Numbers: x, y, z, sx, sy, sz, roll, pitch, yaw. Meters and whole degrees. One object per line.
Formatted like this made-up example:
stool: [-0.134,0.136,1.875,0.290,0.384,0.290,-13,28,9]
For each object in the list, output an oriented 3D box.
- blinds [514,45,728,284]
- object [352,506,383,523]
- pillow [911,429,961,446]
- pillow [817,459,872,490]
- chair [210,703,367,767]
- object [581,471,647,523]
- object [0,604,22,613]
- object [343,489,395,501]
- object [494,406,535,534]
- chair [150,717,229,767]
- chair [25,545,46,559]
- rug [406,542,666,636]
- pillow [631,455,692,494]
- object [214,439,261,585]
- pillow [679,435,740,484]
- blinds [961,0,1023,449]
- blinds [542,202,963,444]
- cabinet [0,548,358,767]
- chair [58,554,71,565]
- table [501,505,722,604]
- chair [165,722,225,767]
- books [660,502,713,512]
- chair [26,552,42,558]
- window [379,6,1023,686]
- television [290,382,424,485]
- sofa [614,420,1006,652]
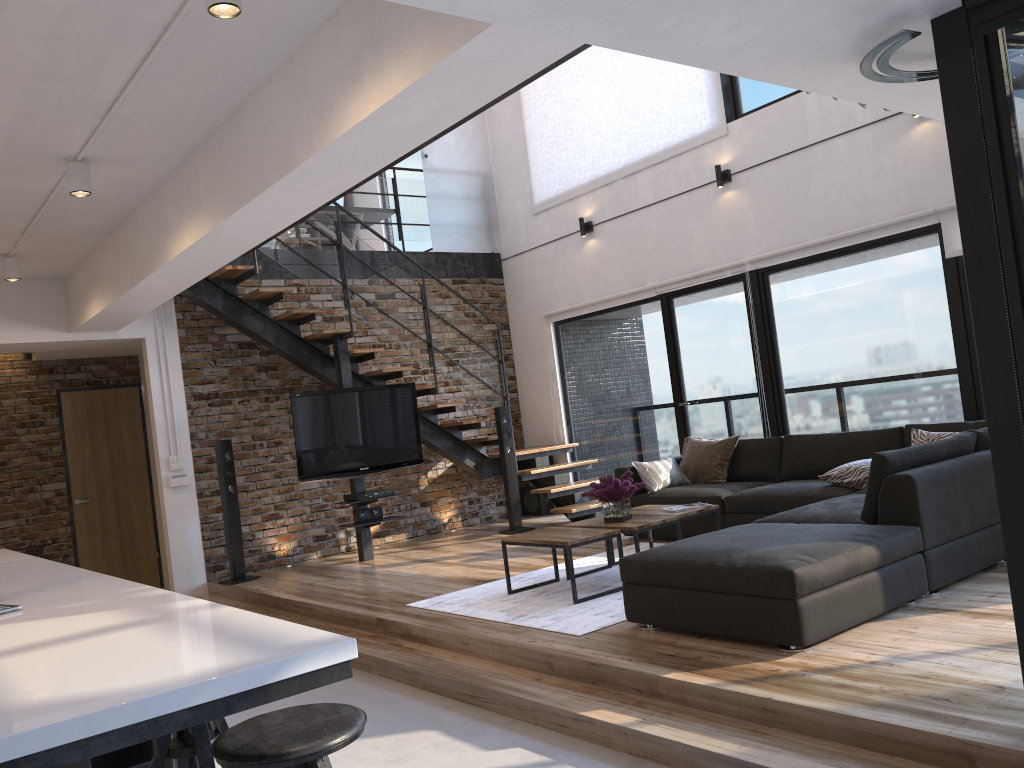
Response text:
blinds: [-0.487,-2.499,8.745,10.213,2.974,1.994,-9,-2,31]
object: [-1.256,1.138,7.731,0.247,0.112,0.089,-6,-2,-38]
pillow: [2.658,0.420,5.406,0.250,0.314,0.532,-6,-2,-34]
pillow: [2.310,0.589,5.835,0.530,0.177,0.356,-5,-3,-40]
chair: [-0.479,1.107,2.059,0.366,0.630,0.367,-7,-2,-23]
object: [0.647,0.688,5.565,0.374,0.343,0.342,-6,-2,-36]
object: [-1.538,0.656,2.493,0.188,0.013,0.240,-9,-3,37]
object: [-1.234,0.960,7.669,0.360,0.058,0.275,-5,-3,-38]
object: [-0.028,0.814,8.489,0.270,1.206,0.271,-6,-2,-33]
chair: [-0.893,1.178,2.527,0.365,0.630,0.365,-7,-2,7]
chair: [-3.711,1.625,6.562,0.540,0.768,0.520,-6,-2,-43]
rug: [0.659,1.211,5.527,2.111,0.003,1.639,-5,-3,-38]
pillow: [1.204,0.720,7.075,0.498,0.265,0.212,-6,-2,-37]
object: [-2.386,1.075,7.532,0.271,1.206,0.270,-9,-2,42]
pillow: [1.552,0.613,7.162,0.265,0.382,0.610,-6,-2,-37]
blinds: [2.210,-0.140,2.355,1.829,2.051,3.862,-7,-2,7]
blinds: [2.069,-0.031,7.313,0.095,2.043,5.375,-6,-2,-38]
cabinet: [-3.320,0.404,3.661,2.471,2.870,9.126,-6,-3,-38]
chair: [-2.952,1.484,5.437,0.540,0.768,0.520,-7,-2,-23]
table: [0.663,1.035,5.559,1.297,0.350,0.698,-6,-3,-37]
chair: [-1.158,1.231,3.006,0.367,0.630,0.366,-8,-2,27]
books: [1.128,0.801,5.756,0.295,0.013,0.229,-7,-2,-17]
chair: [-3.392,1.559,5.916,0.540,0.768,0.520,-6,-2,-38]
window: [0.452,-1.324,6.511,5.659,5.565,13.414,-6,-3,-38]
television: [-1.344,0.422,7.717,1.206,0.783,0.136,-6,-2,-37]
sofa: [1.363,0.774,5.596,2.996,0.700,3.047,-6,-3,-38]
